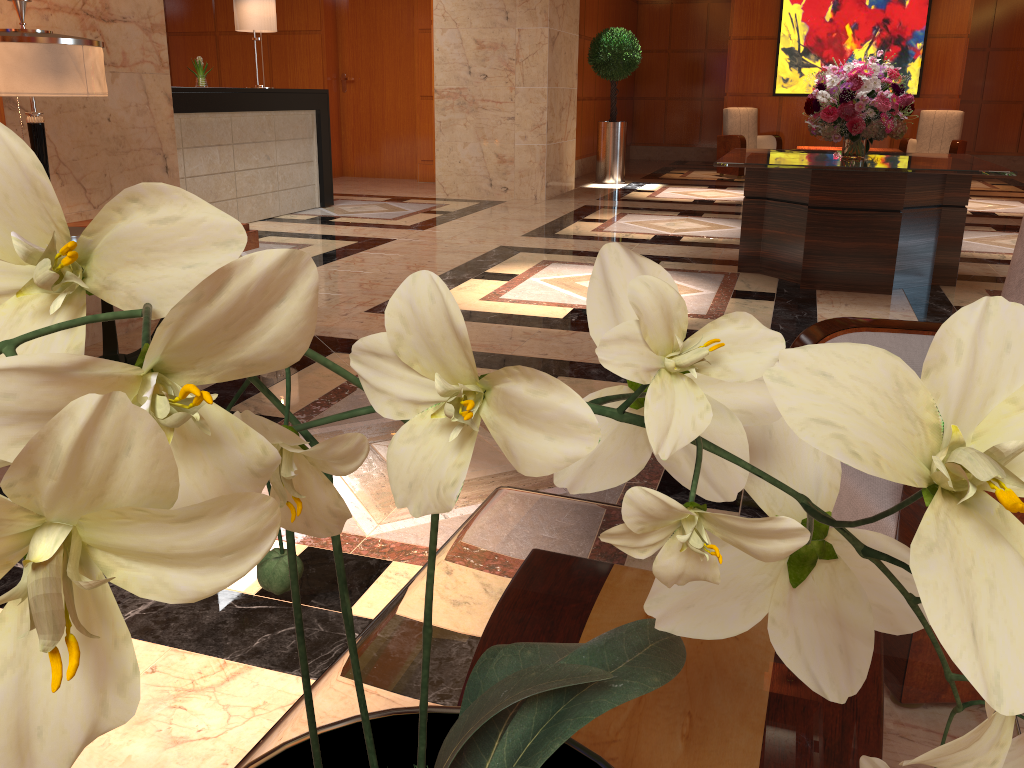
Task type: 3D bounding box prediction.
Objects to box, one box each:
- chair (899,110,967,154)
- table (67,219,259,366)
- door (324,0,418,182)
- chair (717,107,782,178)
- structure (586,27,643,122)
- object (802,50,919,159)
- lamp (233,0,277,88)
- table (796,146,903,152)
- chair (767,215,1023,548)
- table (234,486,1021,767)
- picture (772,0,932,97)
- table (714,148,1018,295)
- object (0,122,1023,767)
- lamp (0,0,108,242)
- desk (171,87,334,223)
[{"bbox_3d":[5.723,-3.225,12.045,0.741,0.950,0.633,13,21,35],"label":"chair"},{"bbox_3d":[-1.577,-0.217,3.218,0.726,0.600,1.283,6,19,17],"label":"table"},{"bbox_3d":[-1.773,-4.041,11.579,1.287,2.668,0.344,6,17,17],"label":"door"},{"bbox_3d":[3.405,-3.479,12.753,0.739,0.950,0.634,-7,18,-22],"label":"chair"},{"bbox_3d":[1.316,-3.760,11.543,0.721,1.694,0.729,-1,17,-4],"label":"structure"},{"bbox_3d":[2.192,-1.766,5.605,0.650,0.651,0.687,3,17,8],"label":"object"},{"bbox_3d":[-2.367,-3.171,8.229,0.374,0.811,0.374,15,22,40],"label":"lamp"},{"bbox_3d":[3.981,-2.537,10.586,1.169,0.528,0.732,6,18,17],"label":"table"},{"bbox_3d":[0.995,0.054,1.873,0.628,0.950,0.746,0,17,-3],"label":"chair"},{"bbox_3d":[0.037,0.672,0.730,0.723,0.490,1.575,7,19,20],"label":"table"},{"bbox_3d":[4.807,-4.974,12.558,1.998,1.718,0.057,6,17,17],"label":"picture"},{"bbox_3d":[2.190,-1.104,5.816,1.602,0.737,1.616,6,19,17],"label":"table"},{"bbox_3d":[-0.048,0.173,0.484,0.788,0.611,0.422,-1,17,-5],"label":"object"},{"bbox_3d":[-1.546,-0.842,2.879,0.459,0.801,0.462,9,19,26],"label":"lamp"},{"bbox_3d":[-2.713,-1.988,7.719,0.942,1.129,2.955,6,19,17],"label":"desk"}]
